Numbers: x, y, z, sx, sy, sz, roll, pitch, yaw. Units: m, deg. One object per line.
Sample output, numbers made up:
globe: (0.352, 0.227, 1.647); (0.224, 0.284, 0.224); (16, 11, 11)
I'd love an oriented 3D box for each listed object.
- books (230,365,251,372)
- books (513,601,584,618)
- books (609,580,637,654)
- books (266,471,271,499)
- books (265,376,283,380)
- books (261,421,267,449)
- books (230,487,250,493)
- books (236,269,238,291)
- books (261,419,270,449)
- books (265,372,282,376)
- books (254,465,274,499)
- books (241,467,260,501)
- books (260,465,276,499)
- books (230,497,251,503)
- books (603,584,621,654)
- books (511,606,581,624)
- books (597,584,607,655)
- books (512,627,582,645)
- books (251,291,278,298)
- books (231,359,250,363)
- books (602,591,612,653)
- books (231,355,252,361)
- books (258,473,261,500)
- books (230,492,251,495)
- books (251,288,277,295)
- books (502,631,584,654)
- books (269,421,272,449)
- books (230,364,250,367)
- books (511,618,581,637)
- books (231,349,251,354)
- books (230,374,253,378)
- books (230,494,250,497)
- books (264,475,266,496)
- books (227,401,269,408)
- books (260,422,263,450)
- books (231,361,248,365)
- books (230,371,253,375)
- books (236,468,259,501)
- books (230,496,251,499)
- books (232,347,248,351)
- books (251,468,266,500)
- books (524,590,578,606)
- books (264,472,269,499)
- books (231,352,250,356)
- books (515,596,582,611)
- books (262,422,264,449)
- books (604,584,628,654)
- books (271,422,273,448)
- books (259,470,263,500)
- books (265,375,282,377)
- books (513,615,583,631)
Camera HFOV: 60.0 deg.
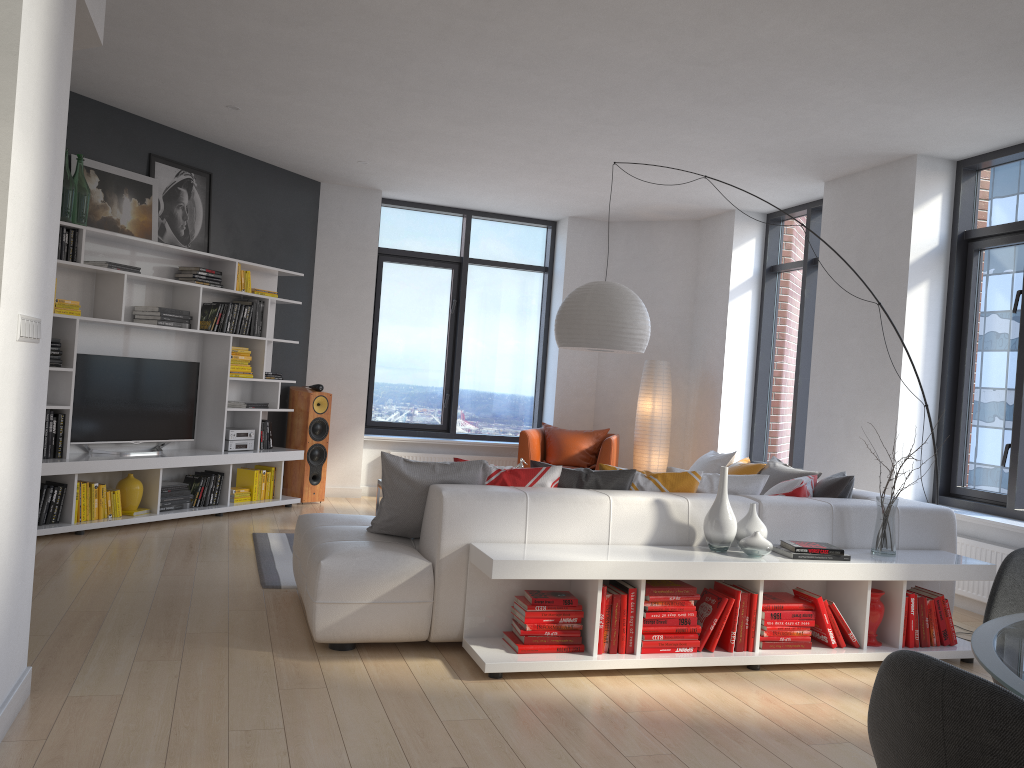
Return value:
books: (-2.329, -0.132, 7.383); (0.189, 0.042, 0.243); (4, 0, 27)
books: (0.158, 0.990, 3.892); (0.269, 0.028, 0.179); (4, 0, -17)
books: (0.488, 1.026, 3.950); (0.049, 0.291, 0.214); (4, 0, -18)
books: (-2.153, 0.862, 7.626); (0.172, 0.234, 0.024); (4, 0, 27)
books: (-2.116, -0.054, 7.685); (0.161, 0.023, 0.213); (4, 0, 31)
books: (-2.183, 0.436, 7.642); (0.169, 0.242, 0.050); (4, 0, 27)
books: (-2.296, 0.881, 7.362); (0.138, 0.026, 0.186); (4, 0, 27)
books: (-2.288, -0.871, 7.201); (0.161, 0.229, 0.041); (4, 0, 26)
books: (-2.180, 0.431, 7.673); (0.193, 0.255, 0.066); (4, 0, 27)
books: (-2.129, -0.093, 7.694); (0.161, 0.023, 0.213); (4, 0, 31)
books: (-2.144, 0.845, 7.654); (0.204, 0.270, 0.029); (4, 0, 27)
books: (-2.222, 0.844, 7.497); (0.199, 0.263, 0.015); (4, 0, 27)
books: (-2.140, 0.846, 7.682); (0.213, 0.270, 0.025); (4, 0, 27)
books: (-2.289, 0.953, 7.358); (0.147, 0.033, 0.190); (4, 0, 27)
books: (0.416, 1.037, 3.932); (0.034, 0.259, 0.207); (4, 0, -18)
books: (0.148, 1.016, 3.907); (0.261, 0.028, 0.191); (4, 0, -18)
books: (0.353, 1.016, 3.908); (0.036, 0.294, 0.208); (4, 0, -18)
books: (0.150, 1.097, 3.894); (0.259, 0.034, 0.206); (4, 0, -15)
books: (-2.160, -0.761, 7.558); (0.194, 0.028, 0.257); (4, 0, 32)
books: (-2.334, -0.198, 7.389); (0.171, 0.019, 0.239); (4, 0, 27)
books: (0.384, 1.035, 3.921); (0.031, 0.255, 0.181); (4, 0, -18)
books: (-2.325, -0.223, 7.397); (0.176, 0.033, 0.239); (4, 0, 30)
books: (-2.196, 0.863, 7.503); (0.156, 0.229, 0.024); (4, 0, 27)
books: (-2.284, 0.902, 7.359); (0.134, 0.014, 0.187); (4, 0, 27)
books: (-2.167, -0.787, 7.559); (0.203, 0.024, 0.257); (4, 0, 30)
books: (0.135, 1.129, 3.882); (0.301, 0.032, 0.227); (4, 0, -18)
books: (-2.160, 0.439, 7.696); (0.177, 0.242, 0.066); (4, 0, 27)
books: (-2.340, -0.161, 7.388); (0.189, 0.014, 0.251); (4, 0, 30)
books: (0.146, 1.067, 3.883); (0.266, 0.026, 0.187); (4, 0, -12)
books: (-2.320, -0.274, 7.398); (0.163, 0.023, 0.223); (4, 0, 31)
books: (-2.321, -0.072, 7.379); (0.194, 0.028, 0.257); (4, 0, 32)
books: (-2.275, 0.918, 7.347); (0.113, 0.018, 0.169); (4, 0, 28)
books: (-2.176, 0.858, 7.581); (0.169, 0.239, 0.023); (4, 0, 27)
books: (-2.262, 0.175, 7.535); (0.250, 0.047, 0.310); (4, 0, 23)
books: (-2.217, 0.437, 7.607); (0.189, 0.240, 0.053); (4, 0, 27)
books: (-2.325, -0.178, 7.370); (0.145, 0.023, 0.217); (4, 0, 31)
books: (-2.328, -0.098, 7.380); (0.203, 0.024, 0.257); (4, 0, 30)
books: (-2.234, 0.846, 7.469); (0.198, 0.255, 0.044); (4, 0, 27)
books: (-2.291, 0.930, 7.360); (0.148, 0.011, 0.196); (4, 0, 27)
books: (-2.342, -0.300, 7.400); (0.163, 0.023, 0.223); (4, 0, 31)
books: (-2.187, 0.851, 7.554); (0.185, 0.250, 0.035); (4, 0, 27)
books: (0.169, 0.938, 3.889); (0.206, 0.029, 0.152); (4, 0, -12)
books: (-2.162, 0.862, 7.601); (0.172, 0.234, 0.024); (4, 0, 27)
books: (-2.328, -0.252, 7.393); (0.160, 0.022, 0.227); (4, 0, 43)
books: (0.158, 0.964, 3.895); (0.254, 0.025, 0.178); (4, 0, -18)
books: (-2.200, 0.439, 7.625); (0.170, 0.236, 0.049); (4, 0, 28)
books: (0.455, 1.039, 3.934); (0.042, 0.259, 0.195); (4, 0, -18)
books: (-2.173, 0.441, 7.740); (0.179, 0.233, 0.077); (4, 0, 27)
books: (-2.202, 0.850, 7.531); (0.180, 0.251, 0.019); (4, 0, 27)
books: (-2.118, -0.073, 7.685); (0.142, 0.015, 0.198); (4, 0, 26)
books: (0.156, 1.042, 3.893); (0.257, 0.025, 0.182); (4, 0, -18)
